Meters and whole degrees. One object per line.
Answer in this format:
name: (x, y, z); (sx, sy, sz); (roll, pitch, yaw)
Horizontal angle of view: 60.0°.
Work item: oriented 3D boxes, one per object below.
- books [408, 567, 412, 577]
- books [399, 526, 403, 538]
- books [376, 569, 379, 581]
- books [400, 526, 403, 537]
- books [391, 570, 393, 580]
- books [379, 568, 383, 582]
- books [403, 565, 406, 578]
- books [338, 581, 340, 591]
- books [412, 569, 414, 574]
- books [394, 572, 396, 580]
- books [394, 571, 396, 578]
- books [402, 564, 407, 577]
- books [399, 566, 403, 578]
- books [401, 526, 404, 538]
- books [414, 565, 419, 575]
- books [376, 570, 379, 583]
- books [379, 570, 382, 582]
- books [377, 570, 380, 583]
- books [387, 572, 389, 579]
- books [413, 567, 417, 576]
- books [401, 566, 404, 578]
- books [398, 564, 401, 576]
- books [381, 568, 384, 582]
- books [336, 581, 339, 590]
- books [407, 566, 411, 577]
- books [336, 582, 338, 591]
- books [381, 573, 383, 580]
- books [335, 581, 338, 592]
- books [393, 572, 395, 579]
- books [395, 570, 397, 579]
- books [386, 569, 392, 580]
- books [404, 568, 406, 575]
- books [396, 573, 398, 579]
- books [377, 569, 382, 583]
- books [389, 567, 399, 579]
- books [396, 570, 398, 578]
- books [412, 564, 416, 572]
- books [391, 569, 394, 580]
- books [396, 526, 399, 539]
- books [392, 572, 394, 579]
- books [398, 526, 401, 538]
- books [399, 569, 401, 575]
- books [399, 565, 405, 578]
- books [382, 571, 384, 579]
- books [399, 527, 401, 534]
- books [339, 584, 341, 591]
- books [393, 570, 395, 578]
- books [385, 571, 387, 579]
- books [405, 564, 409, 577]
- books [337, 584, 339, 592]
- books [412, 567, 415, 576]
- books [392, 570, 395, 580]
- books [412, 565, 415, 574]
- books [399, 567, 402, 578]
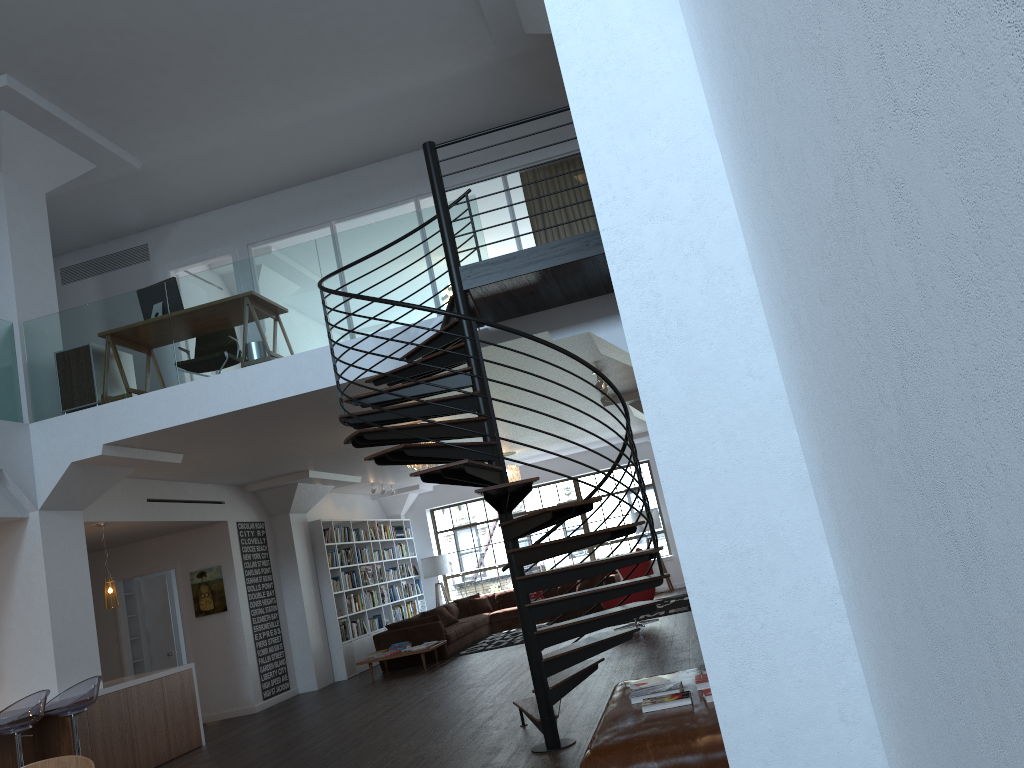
books: (-2.071, 3.675, 17.329); (0.161, 0.207, 0.135); (-14, -11, 8)
books: (-2.258, 2.922, 17.396); (0.183, 0.253, 0.042); (-14, -11, 9)
books: (-2.437, 3.391, 15.582); (0.160, 0.251, 0.029); (-14, -11, 9)
books: (-2.249, 2.928, 17.439); (0.183, 0.253, 0.042); (-14, -11, 9)
books: (-2.269, 3.523, 16.289); (0.139, 0.191, 0.036); (-14, -11, 9)
books: (-2.403, 3.417, 15.751); (0.183, 0.253, 0.039); (-14, -11, 9)
books: (-2.143, 3.612, 17.031); (0.171, 0.246, 0.039); (-14, -11, 9)
books: (-2.745, 3.161, 13.820); (0.106, 0.162, 0.032); (-14, -11, 9)
books: (-2.044, 3.685, 17.525); (0.159, 0.248, 0.089); (-14, -11, 9)
books: (-2.226, 3.559, 16.469); (0.109, 0.171, 0.018); (-14, -11, 9)
books: (-2.215, 3.569, 16.484); (0.110, 0.153, 0.019); (-14, -11, 9)
books: (-2.134, 3.618, 17.110); (0.180, 0.259, 0.042); (-14, -11, 9)
books: (-2.172, 3.586, 16.849); (0.174, 0.240, 0.054); (-14, -11, 9)
books: (-2.243, 2.935, 17.481); (0.183, 0.253, 0.042); (-14, -11, 9)
books: (-1.991, 3.733, 17.735); (0.182, 0.215, 0.188); (-14, -11, 9)
books: (-2.456, 3.372, 15.550); (0.198, 0.284, 0.046); (-14, -11, 9)
books: (-2.393, 3.422, 15.713); (0.161, 0.223, 0.030); (-14, -11, 9)
books: (-2.419, 3.407, 15.606); (0.161, 0.223, 0.030); (-14, -11, 9)
books: (-2.309, 3.502, 16.099); (0.128, 0.178, 0.021); (-14, -11, 9)
books: (-2.017, 3.724, 17.648); (0.167, 0.210, 0.162); (-14, -11, 9)
books: (-2.152, 3.604, 16.920); (0.161, 0.223, 0.032); (-14, -11, 9)
books: (-2.217, 3.552, 16.745); (0.198, 0.284, 0.049); (-14, -11, 9)
books: (-2.386, 3.428, 15.817); (0.171, 0.246, 0.036); (-14, -11, 9)
books: (-2.756, 3.157, 13.796); (0.120, 0.167, 0.020); (-14, -11, 9)
books: (-2.093, 3.655, 17.278); (0.174, 0.236, 0.142); (-14, -11, 8)
books: (-2.760, 3.157, 13.758); (0.110, 0.153, 0.019); (-14, -11, 9)
books: (-2.391, 3.435, 15.782); (0.161, 0.223, 0.031); (-14, -11, 9)
books: (-2.771, 3.146, 13.743); (0.109, 0.171, 0.018); (-14, -11, 9)
books: (-2.244, 3.546, 16.401); (0.128, 0.178, 0.021); (-14, -11, 9)
books: (-2.212, 3.569, 16.522); (0.120, 0.167, 0.020); (-14, -11, 9)
books: (-2.282, 3.511, 16.252); (0.140, 0.206, 0.042); (-14, -11, 9)
books: (-2.139, 3.616, 17.070); (0.160, 0.251, 0.039); (-14, -11, 9)
books: (-2.200, 3.573, 16.546); (0.106, 0.162, 0.032); (-14, -11, 9)
books: (-2.414, 3.398, 15.648); (0.174, 0.251, 0.051); (-14, -11, 9)
books: (-2.212, 3.553, 16.612); (0.140, 0.231, 0.042); (-14, -11, 9)
books: (-2.196, 3.575, 16.570); (0.107, 0.167, 0.017); (-14, -11, 9)
books: (-2.025, 3.726, 17.687); (0.182, 0.226, 0.173); (-14, -11, 9)
books: (-2.264, 3.527, 16.330); (0.136, 0.196, 0.045); (-14, -11, 9)
books: (-2.304, 2.891, 17.185); (0.183, 0.253, 0.042); (-14, -11, 9)
books: (-2.259, 3.531, 16.363); (0.127, 0.200, 0.020); (-14, -11, 9)
books: (-2.275, 2.909, 17.311); (0.183, 0.253, 0.042); (-14, -11, 9)
books: (-2.197, 3.572, 16.780); (0.160, 0.251, 0.031); (-14, -11, 9)
books: (-2.162, 3.599, 16.961); (0.183, 0.253, 0.042); (-14, -11, 9)
books: (-2.382, 3.432, 15.854); (0.160, 0.251, 0.036); (-14, -11, 9)
books: (-2.272, 2.917, 17.355); (0.183, 0.253, 0.042); (-14, -11, 9)
books: (-2.741, 3.162, 13.845); (0.107, 0.167, 0.017); (-14, -11, 9)
books: (-2.246, 3.549, 16.428); (0.134, 0.184, 0.030); (-14, -11, 9)
books: (-2.333, 3.475, 15.982); (0.136, 0.196, 0.043); (-14, -11, 9)
books: (-2.111, 3.633, 17.192); (0.183, 0.253, 0.042); (-14, -11, 9)
books: (-2.758, 3.160, 13.776); (0.110, 0.153, 0.018); (-14, -11, 9)
books: (-2.027, 3.700, 17.551); (0.161, 0.222, 0.084); (-14, -11, 9)
books: (-2.246, 3.543, 16.380); (0.128, 0.178, 0.022); (-14, -11, 9)
books: (-2.022, 3.708, 17.585); (0.161, 0.218, 0.101); (-14, -11, 9)
books: (-2.180, 3.588, 16.806); (0.161, 0.223, 0.032); (-14, -11, 9)
